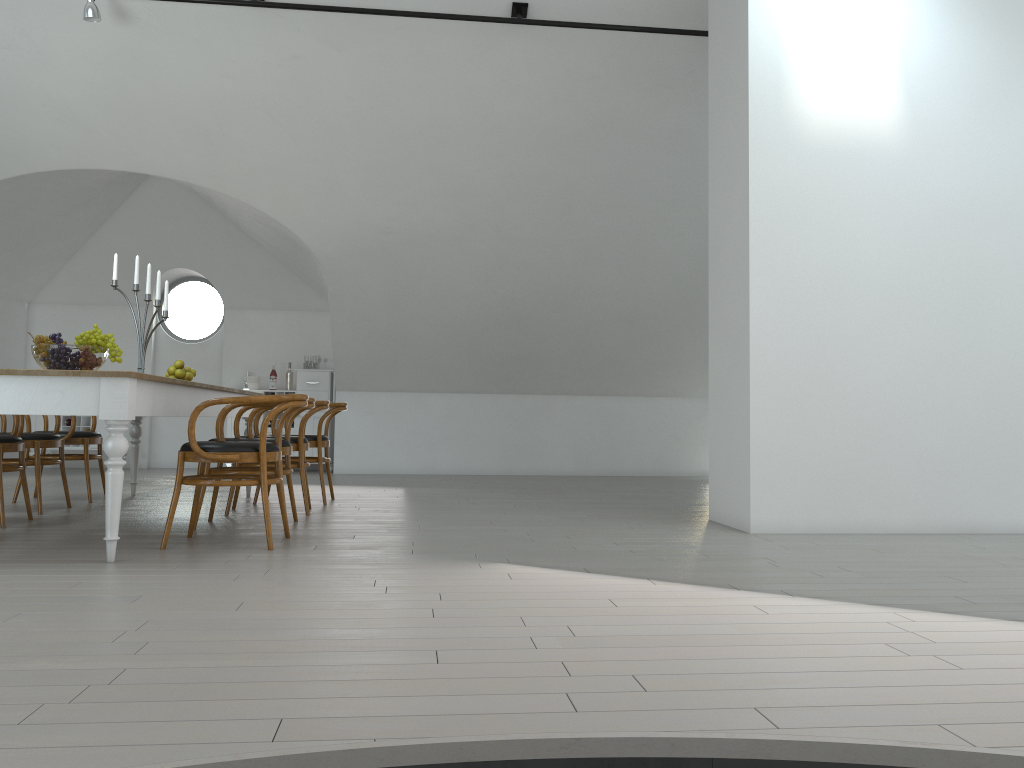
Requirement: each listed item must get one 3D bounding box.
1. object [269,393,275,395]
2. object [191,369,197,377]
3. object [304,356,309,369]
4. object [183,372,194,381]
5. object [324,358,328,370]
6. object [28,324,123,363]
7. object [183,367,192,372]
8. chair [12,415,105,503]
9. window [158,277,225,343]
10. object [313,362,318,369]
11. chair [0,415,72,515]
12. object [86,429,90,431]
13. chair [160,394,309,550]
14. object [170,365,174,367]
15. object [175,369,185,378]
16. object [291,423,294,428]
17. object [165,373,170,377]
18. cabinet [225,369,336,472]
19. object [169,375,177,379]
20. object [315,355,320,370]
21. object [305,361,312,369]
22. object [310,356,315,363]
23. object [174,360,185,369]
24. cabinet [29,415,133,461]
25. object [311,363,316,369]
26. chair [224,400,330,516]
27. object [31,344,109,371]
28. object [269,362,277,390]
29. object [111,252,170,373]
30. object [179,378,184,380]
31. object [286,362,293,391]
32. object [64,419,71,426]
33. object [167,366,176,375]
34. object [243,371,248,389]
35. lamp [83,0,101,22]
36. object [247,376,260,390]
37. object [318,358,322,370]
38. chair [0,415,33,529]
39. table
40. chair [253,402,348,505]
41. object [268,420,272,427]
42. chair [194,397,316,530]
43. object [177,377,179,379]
[{"bbox_3d":[-2.727,0.146,10.120,0.092,0.094,0.358,1,-2,-6],"label":"object"},{"bbox_3d":[-2.311,-0.077,6.401,0.063,0.063,0.062,4,-4,-44],"label":"object"},{"bbox_3d":[-2.362,-0.239,10.187,0.048,0.170,0.048,-1,-4,26],"label":"object"},{"bbox_3d":[-2.308,-0.052,6.318,0.071,0.072,0.070,4,-4,-42],"label":"object"},{"bbox_3d":[-2.155,-0.223,10.245,0.046,0.143,0.046,1,-4,5],"label":"object"},{"bbox_3d":[-2.216,-0.171,4.497,0.393,0.285,0.292,4,-4,-42],"label":"object"},{"bbox_3d":[-2.327,-0.096,6.348,0.058,0.057,0.053,0,-3,8],"label":"object"},{"bbox_3d":[-3.261,0.465,6.353,0.621,0.736,0.526,1,-4,-10],"label":"chair"},{"bbox_3d":[-3.807,-0.879,10.597,0.900,0.902,0.060,1,-4,-6],"label":"window"},{"bbox_3d":[-2.279,-0.199,10.279,0.071,0.099,0.071,1,-3,2],"label":"object"},{"bbox_3d":[-3.188,0.437,5.635,0.621,0.736,0.526,1,-3,-3],"label":"chair"},{"bbox_3d":[-4.604,0.529,9.685,0.082,0.083,0.316,1,-2,-7],"label":"object"},{"bbox_3d":[-1.322,0.412,4.336,0.621,0.736,0.526,1,-3,-3],"label":"chair"},{"bbox_3d":[-2.440,-0.104,6.386,0.062,0.060,0.062,1,-3,-6],"label":"object"},{"bbox_3d":[-2.349,-0.075,6.274,0.071,0.064,0.072,2,-3,-13],"label":"object"},{"bbox_3d":[-2.529,0.459,10.117,0.081,0.081,0.358,1,-2,-9],"label":"object"},{"bbox_3d":[-2.449,-0.061,6.350,0.062,0.060,0.062,1,-3,-2],"label":"object"},{"bbox_3d":[-2.643,0.416,10.166,1.242,1.156,0.608,1,-4,-6],"label":"cabinet"},{"bbox_3d":[-2.404,-0.038,6.278,0.059,0.056,0.059,2,-3,-12],"label":"object"},{"bbox_3d":[-2.271,-0.240,10.355,0.063,0.187,0.063,2,-4,-20],"label":"object"},{"bbox_3d":[-2.319,-0.210,10.116,0.081,0.105,0.081,-1,-4,32],"label":"object"},{"bbox_3d":[-2.330,-0.238,10.329,0.054,0.179,0.054,2,-4,-12],"label":"object"},{"bbox_3d":[-2.378,-0.137,6.338,0.072,0.074,0.072,1,-3,-6],"label":"object"},{"bbox_3d":[-4.736,0.434,9.733,1.134,0.791,0.496,1,-4,-6],"label":"cabinet"},{"bbox_3d":[-2.299,-0.196,10.199,0.077,0.085,0.077,1,-3,1],"label":"object"},{"bbox_3d":[-1.512,0.468,5.775,0.621,0.736,0.526,2,-4,-11],"label":"chair"},{"bbox_3d":[-2.244,-0.108,4.504,0.360,0.160,0.359,2,-3,-26],"label":"object"},{"bbox_3d":[-2.736,-0.086,10.167,0.081,0.330,0.081,2,-4,-11],"label":"object"},{"bbox_3d":[-2.301,-0.427,5.501,0.265,0.877,0.774,3,-4,-32],"label":"object"},{"bbox_3d":[-2.368,-0.055,6.408,0.076,0.076,0.077,3,-4,-40],"label":"object"},{"bbox_3d":[-2.556,-0.083,10.182,0.085,0.331,0.085,-3,-5,42],"label":"object"},{"bbox_3d":[-4.796,0.421,9.632,0.082,0.085,0.317,1,-2,-6],"label":"object"},{"bbox_3d":[-2.416,-0.091,6.303,0.066,0.071,0.072,3,-4,-37],"label":"object"},{"bbox_3d":[-3.074,-0.044,10.326,0.115,0.209,0.065,1,-4,-4],"label":"object"},{"bbox_3d":[-2.859,-2.561,6.044,0.112,0.175,0.114,4,-5,-44],"label":"lamp"},{"bbox_3d":[-2.950,-0.006,10.112,0.154,0.160,0.157,0,-3,22],"label":"object"},{"bbox_3d":[-2.217,-0.226,10.206,0.046,0.143,0.046,1,-4,5],"label":"object"},{"bbox_3d":[-3.045,0.410,4.920,0.621,0.736,0.526,1,-4,-10],"label":"chair"},{"bbox_3d":[-2.284,0.401,5.277,1.018,0.800,3.343,1,-2,-7],"label":"table"},{"bbox_3d":[-1.527,0.497,6.499,0.621,0.736,0.526,1,-3,-4],"label":"chair"},{"bbox_3d":[-2.702,0.452,10.105,0.156,0.085,0.330,1,-2,-5],"label":"object"},{"bbox_3d":[-1.445,0.439,5.052,0.621,0.736,0.526,1,-3,-6],"label":"chair"},{"bbox_3d":[-2.423,-0.054,6.401,0.051,0.053,0.053,2,-3,-15],"label":"object"}]
